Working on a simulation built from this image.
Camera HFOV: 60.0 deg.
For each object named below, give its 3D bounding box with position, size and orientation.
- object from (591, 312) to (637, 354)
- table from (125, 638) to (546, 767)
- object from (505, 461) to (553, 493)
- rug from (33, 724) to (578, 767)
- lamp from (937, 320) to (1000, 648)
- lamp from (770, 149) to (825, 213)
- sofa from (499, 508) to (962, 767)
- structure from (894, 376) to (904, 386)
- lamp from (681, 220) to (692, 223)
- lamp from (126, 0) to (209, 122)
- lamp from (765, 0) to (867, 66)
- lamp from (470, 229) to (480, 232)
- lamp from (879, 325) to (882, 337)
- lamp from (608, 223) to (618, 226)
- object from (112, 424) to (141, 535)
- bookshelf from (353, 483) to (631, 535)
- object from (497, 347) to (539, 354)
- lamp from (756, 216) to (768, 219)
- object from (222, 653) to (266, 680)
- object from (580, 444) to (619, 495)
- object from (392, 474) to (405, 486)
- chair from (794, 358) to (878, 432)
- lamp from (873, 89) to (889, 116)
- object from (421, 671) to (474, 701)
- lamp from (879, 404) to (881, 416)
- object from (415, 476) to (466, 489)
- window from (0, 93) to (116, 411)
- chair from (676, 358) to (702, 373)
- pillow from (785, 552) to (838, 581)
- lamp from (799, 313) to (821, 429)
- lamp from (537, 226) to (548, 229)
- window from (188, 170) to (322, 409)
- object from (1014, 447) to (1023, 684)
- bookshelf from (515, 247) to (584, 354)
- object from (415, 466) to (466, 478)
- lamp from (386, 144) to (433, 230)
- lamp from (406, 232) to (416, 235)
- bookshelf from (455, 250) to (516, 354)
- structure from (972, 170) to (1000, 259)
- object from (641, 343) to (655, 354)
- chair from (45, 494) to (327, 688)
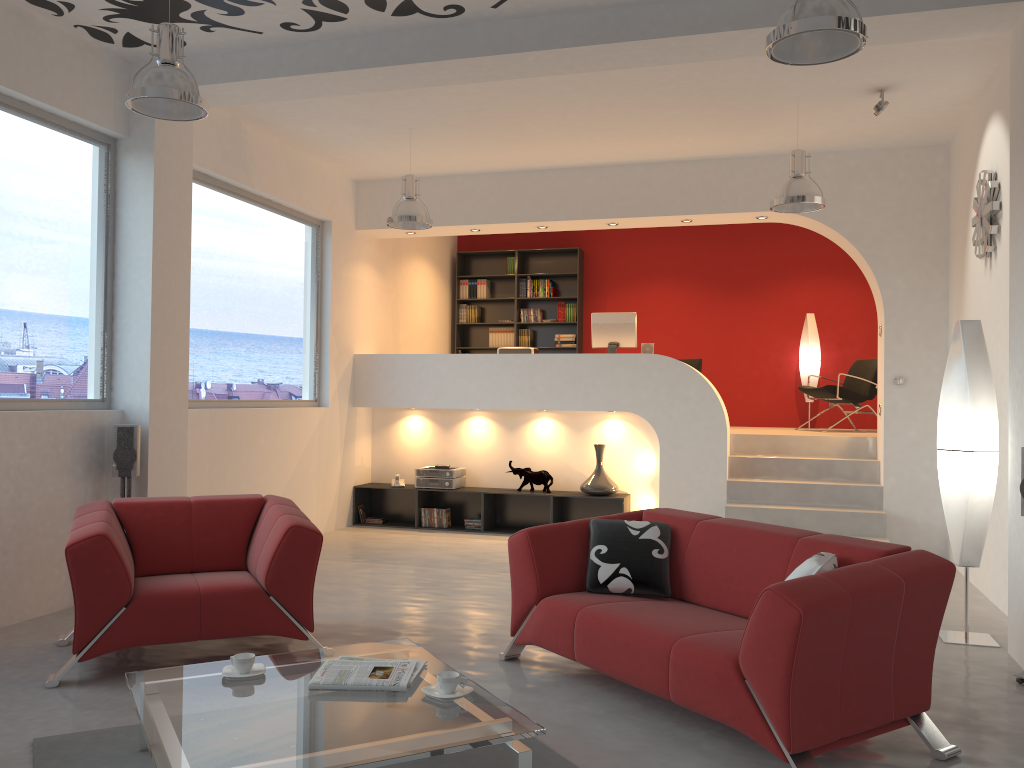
[{"bbox_3d":[1.028,-0.489,8.912,0.458,0.452,0.230,0,-1,17],"label":"object"},{"bbox_3d":[-0.653,1.200,2.979,1.097,0.286,1.162,1,-1,-28],"label":"table"},{"bbox_3d":[0.179,0.909,8.726,0.507,0.296,0.191,0,-1,32],"label":"object"},{"bbox_3d":[-0.644,1.346,2.982,1.700,0.025,1.700,1,-1,-28],"label":"rug"},{"bbox_3d":[2.551,0.535,4.968,0.313,1.779,0.313,0,-1,25],"label":"lamp"},{"bbox_3d":[2.054,-1.665,6.375,0.379,0.800,0.379,1,-1,-12],"label":"lamp"},{"bbox_3d":[0.828,1.015,3.898,0.951,0.738,1.929,1,-1,-33],"label":"sofa"},{"bbox_3d":[3.293,-0.025,7.538,0.080,0.080,0.016,0,-1,17],"label":"structure"},{"bbox_3d":[1.641,-1.529,8.328,0.105,0.011,0.105,1,-1,5],"label":"lamp"},{"bbox_3d":[-1.684,-1.746,4.357,0.379,0.800,0.379,2,-1,-45],"label":"lamp"},{"bbox_3d":[1.200,-1.723,3.500,0.379,0.800,0.379,1,-1,9],"label":"lamp"},{"bbox_3d":[-0.372,-1.545,8.926,0.105,0.011,0.105,1,-1,5],"label":"lamp"},{"bbox_3d":[3.252,-0.470,7.828,0.011,0.105,0.105,0,-1,17],"label":"lamp"},{"bbox_3d":[0.970,-1.534,8.527,0.105,0.011,0.105,1,-1,5],"label":"lamp"},{"bbox_3d":[-2.451,0.814,5.624,0.214,1.112,0.229,1,-1,-18],"label":"object"},{"bbox_3d":[-0.231,1.251,8.815,2.764,0.397,0.405,0,-1,17],"label":"bookshelf"},{"bbox_3d":[0.093,-0.270,9.269,0.397,0.217,0.458,0,-1,17],"label":"object"},{"bbox_3d":[2.294,-1.523,8.134,0.105,0.011,0.105,1,-1,5],"label":"lamp"},{"bbox_3d":[-0.974,1.023,3.223,0.153,0.069,0.153,1,-1,-17],"label":"object"},{"bbox_3d":[0.839,0.821,8.507,0.369,0.481,0.369,1,-1,-18],"label":"object"},{"bbox_3d":[-1.157,0.976,9.010,0.130,0.117,0.146,1,-1,-8],"label":"object"},{"bbox_3d":[3.556,0.113,9.569,0.768,0.795,0.664,1,-1,-8],"label":"chair"},{"bbox_3d":[2.587,-1.968,6.211,0.118,0.176,0.112,1,-1,-31],"label":"lamp"},{"bbox_3d":[-0.220,1.030,3.037,0.153,0.069,0.153,0,-1,43],"label":"object"},{"bbox_3d":[3.243,0.229,7.817,0.011,0.105,0.105,0,-1,17],"label":"lamp"},{"bbox_3d":[-0.727,0.989,8.965,0.430,0.100,0.365,0,-1,17],"label":"object"},{"bbox_3d":[-3.030,-0.753,4.744,0.100,1.800,2.400,0,-1,17],"label":"window"},{"bbox_3d":[1.728,0.097,10.052,0.664,0.795,0.768,0,-1,37],"label":"chair"},{"bbox_3d":[1.115,0.835,3.472,0.288,0.343,0.402,0,-1,24],"label":"pillow"},{"bbox_3d":[3.495,-0.150,10.409,0.237,1.349,0.237,0,-1,25],"label":"lamp"},{"bbox_3d":[0.299,-1.540,8.727,0.105,0.011,0.105,1,-1,5],"label":"lamp"},{"bbox_3d":[-2.233,-0.699,7.427,0.100,1.800,2.400,0,-1,17],"label":"window"},{"bbox_3d":[2.512,0.855,4.157,0.229,1.112,0.214,1,-1,-28],"label":"object"},{"bbox_3d":[0.476,-0.607,11.360,0.816,2.213,0.305,0,-1,17],"label":"bookshelf"},{"bbox_3d":[-0.723,0.891,8.974,0.430,0.077,0.349,0,-1,17],"label":"object"},{"bbox_3d":[-0.830,-1.689,7.233,0.379,0.800,0.379,1,-1,-12],"label":"lamp"},{"bbox_3d":[-1.043,-1.551,9.126,0.105,0.011,0.105,0,-1,20],"label":"lamp"},{"bbox_3d":[-0.306,-0.613,11.592,0.816,2.213,0.305,0,-1,17],"label":"bookshelf"},{"bbox_3d":[3.198,-1.147,6.015,0.090,0.596,0.596,0,-1,17],"label":"structure"},{"bbox_3d":[1.356,-0.333,8.864,0.133,0.147,0.151,1,-1,0],"label":"object"},{"bbox_3d":[-1.642,0.994,4.578,1.288,0.738,0.951,1,-1,-23],"label":"chair"}]
